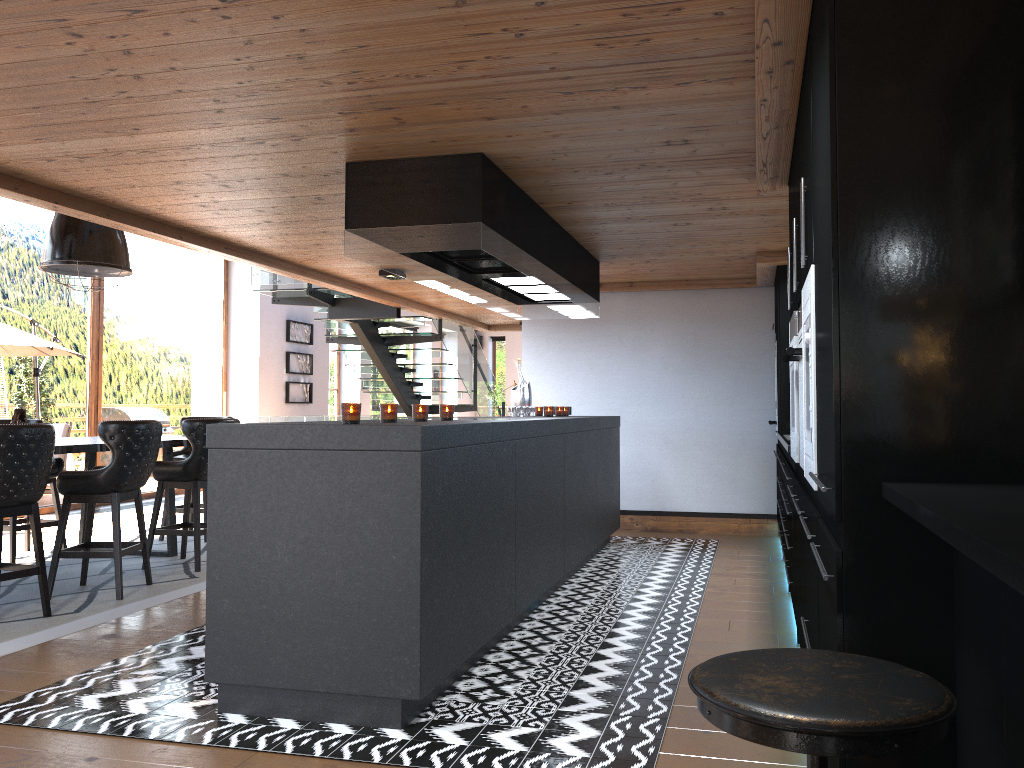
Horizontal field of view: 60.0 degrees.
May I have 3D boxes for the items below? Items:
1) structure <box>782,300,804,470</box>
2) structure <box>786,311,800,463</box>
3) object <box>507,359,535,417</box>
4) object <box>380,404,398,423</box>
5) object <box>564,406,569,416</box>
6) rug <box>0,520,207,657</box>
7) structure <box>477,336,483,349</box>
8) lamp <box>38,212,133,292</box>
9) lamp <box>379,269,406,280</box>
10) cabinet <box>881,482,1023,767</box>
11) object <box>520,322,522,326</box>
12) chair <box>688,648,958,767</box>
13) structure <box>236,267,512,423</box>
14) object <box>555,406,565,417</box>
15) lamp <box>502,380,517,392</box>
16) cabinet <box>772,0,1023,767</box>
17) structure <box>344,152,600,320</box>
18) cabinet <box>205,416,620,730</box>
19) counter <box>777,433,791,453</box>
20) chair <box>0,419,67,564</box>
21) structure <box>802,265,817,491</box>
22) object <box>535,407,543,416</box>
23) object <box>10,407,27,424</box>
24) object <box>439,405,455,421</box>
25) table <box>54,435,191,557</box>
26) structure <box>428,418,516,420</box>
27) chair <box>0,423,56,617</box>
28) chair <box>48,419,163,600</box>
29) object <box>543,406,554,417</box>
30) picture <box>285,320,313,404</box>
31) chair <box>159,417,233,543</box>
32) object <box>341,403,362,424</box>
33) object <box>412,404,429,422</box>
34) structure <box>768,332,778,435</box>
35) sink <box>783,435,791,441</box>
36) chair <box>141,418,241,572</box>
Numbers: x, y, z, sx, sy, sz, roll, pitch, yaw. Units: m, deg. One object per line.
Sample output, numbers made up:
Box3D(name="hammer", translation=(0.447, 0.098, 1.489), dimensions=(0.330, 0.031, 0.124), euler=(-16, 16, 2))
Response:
Box3D(name="structure", translation=(1.130, 0.005, 3.525), dimensions=(0.089, 0.673, 0.597), euler=(-1, -2, 15))
Box3D(name="structure", translation=(1.478, 0.022, 4.122), dimensions=(0.380, 0.673, 0.603), euler=(-1, -2, 15))
Box3D(name="object", translation=(0.073, 0.030, 6.919), dimensions=(0.225, 0.453, 0.226), euler=(-1, -2, 15))
Box3D(name="object", translation=(-0.529, 0.125, 3.813), dimensions=(0.080, 0.081, 0.078), euler=(1, -2, -30))
Box3D(name="object", translation=(0.432, 0.226, 7.287), dimensions=(0.080, 0.081, 0.078), euler=(1, -2, -20))
Box3D(name="rug", translation=(-3.138, 1.338, 6.252), dimensions=(2.536, 0.047, 5.662), euler=(0, -2, 15))
Box3D(name="structure", translation=(-0.878, -1.086, 23.209), dimensions=(0.212, 0.349, 0.215), euler=(-1, -2, 15))
Box3D(name="lamp", translation=(-3.100, -3.026, 6.555), dimensions=(0.628, 4.687, 0.614), euler=(1, -3, -30))
Box3D(name="lamp", translation=(-1.058, -0.974, 7.845), dimensions=(0.154, 0.068, 0.262), euler=(0, -2, 15))
Box3D(name="cabinet", translation=(0.796, 0.695, 1.078), dimensions=(0.427, 1.010, 1.634), euler=(-1, -2, 15))
Box3D(name="object", translation=(0.214, -0.842, 12.439), dimensions=(0.154, 0.068, 0.262), euler=(0, -2, 15))
Box3D(name="chair", translation=(0.527, 0.865, 1.521), dimensions=(0.438, 0.717, 0.444), euler=(-1, -2, 19))
Box3D(name="structure", translation=(-3.645, 1.108, 11.592), dimensions=(9.156, 6.402, 11.085), euler=(0, -2, 15))
Box3D(name="object", translation=(0.381, 0.220, 7.104), dimensions=(0.080, 0.081, 0.078), euler=(1, -2, -20))
Box3D(name="lamp", translation=(-0.352, 0.848, 21.885), dimensions=(0.521, 1.900, 1.337), euler=(-2, -3, 36))
Box3D(name="cabinet", translation=(1.814, 0.116, 5.022), dimensions=(0.540, 2.382, 6.465), euler=(-1, -2, 15))
Box3D(name="structure", translation=(-0.050, -0.828, 5.862), dimensions=(0.707, 0.476, 3.268), euler=(0, -2, 15))
Box3D(name="cabinet", translation=(-0.111, 0.770, 5.616), dimensions=(0.883, 1.104, 4.827), euler=(-1, -2, 15))
Box3D(name="counter", translation=(1.989, 0.362, 5.638), dimensions=(0.528, 0.040, 2.581), euler=(0, -2, 15))
Box3D(name="chair", translation=(-3.827, 0.817, 6.837), dimensions=(0.563, 1.092, 0.508), euler=(-1, -3, 24))
Box3D(name="structure", translation=(0.973, -0.012, 2.915), dimensions=(0.039, 0.672, 0.597), euler=(-1, -2, 15))
Box3D(name="object", translation=(0.238, 0.241, 7.832), dimensions=(0.080, 0.081, 0.078), euler=(2, -3, -40))
Box3D(name="object", translation=(-3.398, 0.281, 5.978), dimensions=(0.223, 0.254, 0.115), euler=(1, -2, -23))
Box3D(name="object", translation=(-0.333, 0.146, 4.523), dimensions=(0.080, 0.081, 0.078), euler=(1, -2, -30))
Box3D(name="table", translation=(-3.282, 0.874, 5.973), dimensions=(1.421, 0.950, 3.817), euler=(0, -2, 15))
Box3D(name="structure", translation=(-0.189, 0.215, 5.216), dimensions=(0.501, 0.017, 0.613), euler=(0, -2, 15))
Box3D(name="chair", translation=(-2.792, 0.758, 4.780), dimensions=(0.563, 1.092, 0.508), euler=(-1, -3, 24))
Box3D(name="chair", translation=(-2.510, 0.771, 5.559), dimensions=(0.568, 1.092, 0.503), euler=(0, -2, -1))
Box3D(name="object", translation=(0.279, 0.210, 6.732), dimensions=(0.080, 0.081, 0.078), euler=(1, -2, -20))
Box3D(name="picture", translation=(-3.418, -0.342, 14.273), dimensions=(0.059, 1.313, 0.778), euler=(-1, -2, 15))
Box3D(name="chair", translation=(-2.773, 0.839, 7.915), dimensions=(0.501, 1.092, 0.571), euler=(0, -2, 14))
Box3D(name="object", translation=(-0.628, 0.115, 3.458), dimensions=(0.080, 0.081, 0.078), euler=(1, -2, -30))
Box3D(name="object", translation=(-0.431, 0.136, 4.168), dimensions=(0.080, 0.081, 0.078), euler=(1, -2, -30))
Box3D(name="structure", translation=(2.412, -0.005, 7.887), dimensions=(0.254, 0.946, 0.600), euler=(-1, -2, 15))
Box3D(name="sink", translation=(1.956, 0.209, 5.568), dimensions=(0.460, 0.421, 0.967), euler=(0, -2, 15))
Box3D(name="chair", translation=(-2.299, 0.799, 6.504), dimensions=(0.565, 1.092, 0.506), euler=(0, -2, 14))
